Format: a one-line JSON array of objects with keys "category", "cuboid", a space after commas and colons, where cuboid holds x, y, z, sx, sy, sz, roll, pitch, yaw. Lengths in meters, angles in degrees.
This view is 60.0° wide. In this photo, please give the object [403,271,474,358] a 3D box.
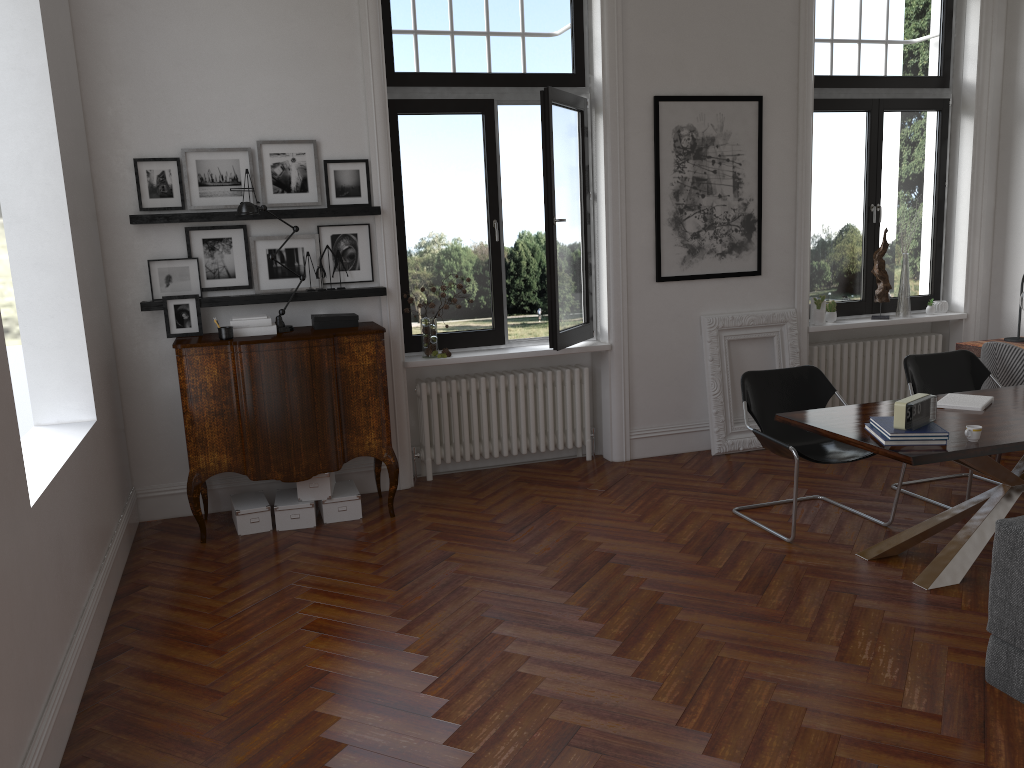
[{"category": "object", "cuboid": [-0.479, -0.502, 6.319, 0.317, 0.602, 0.540, 8, 15, 43]}]

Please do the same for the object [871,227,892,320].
[{"category": "object", "cuboid": [3.045, -0.908, 7.301, 0.165, 0.757, 0.142, 3, 12, 25]}]

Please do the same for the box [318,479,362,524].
[{"category": "box", "cuboid": [-1.130, 0.772, 5.791, 0.244, 0.177, 0.393, -6, 11, -17]}]

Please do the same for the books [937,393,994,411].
[{"category": "books", "cuboid": [2.413, 0.097, 4.724, 0.230, 0.026, 0.324, 5, 13, 37]}]

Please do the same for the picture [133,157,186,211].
[{"category": "picture", "cuboid": [-2.172, -1.230, 5.465, 0.266, 0.316, 0.020, -6, 11, -16]}]

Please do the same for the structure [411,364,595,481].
[{"category": "structure", "cuboid": [-0.050, 0.299, 6.677, 1.452, 0.781, 0.224, -6, 11, -17]}]

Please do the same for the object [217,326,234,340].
[{"category": "object", "cuboid": [-1.689, -0.297, 5.234, 0.091, 0.078, 0.091, -12, 14, -43]}]

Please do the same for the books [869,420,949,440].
[{"category": "books", "cuboid": [1.820, 0.210, 4.081, 0.250, 0.017, 0.343, -1, 10, 8]}]

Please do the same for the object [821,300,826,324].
[{"category": "object", "cuboid": [2.524, -0.585, 7.209, 0.051, 0.189, 0.051, 1, 12, 18]}]

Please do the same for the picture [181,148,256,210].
[{"category": "picture", "cuboid": [-1.835, -1.288, 5.561, 0.415, 0.369, 0.020, -6, 11, -17]}]

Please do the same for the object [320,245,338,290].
[{"category": "object", "cuboid": [-1.197, -0.762, 5.804, 0.118, 0.300, 0.040, -6, 12, -16]}]

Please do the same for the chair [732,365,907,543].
[{"category": "chair", "cuboid": [1.748, 0.384, 5.153, 0.752, 0.876, 0.743, -6, 11, -17]}]

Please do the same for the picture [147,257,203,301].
[{"category": "picture", "cuboid": [-2.111, -0.658, 5.561, 0.299, 0.254, 0.020, -6, 11, -17]}]

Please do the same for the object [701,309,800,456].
[{"category": "object", "cuboid": [1.886, -0.021, 6.880, 0.829, 1.066, 0.233, -6, 11, -17]}]

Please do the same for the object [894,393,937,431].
[{"category": "object", "cuboid": [1.843, 0.126, 4.045, 0.275, 0.126, 0.081, -12, 14, -42]}]

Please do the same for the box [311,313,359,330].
[{"category": "box", "cuboid": [-1.137, -0.405, 5.694, 0.282, 0.087, 0.208, -6, 11, -17]}]

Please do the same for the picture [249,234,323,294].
[{"category": "picture", "cuboid": [-1.465, -0.781, 5.769, 0.433, 0.366, 0.020, -6, 11, -17]}]

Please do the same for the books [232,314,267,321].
[{"category": "books", "cuboid": [-1.611, -0.408, 5.441, 0.200, 0.014, 0.178, -6, 10, -17]}]

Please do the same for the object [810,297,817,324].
[{"category": "object", "cuboid": [2.453, -0.595, 7.210, 0.051, 0.214, 0.051, 1, 12, 18]}]

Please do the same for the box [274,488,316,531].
[{"category": "box", "cuboid": [-1.384, 0.802, 5.683, 0.244, 0.177, 0.393, -5, 10, -12]}]

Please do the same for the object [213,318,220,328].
[{"category": "object", "cuboid": [-1.722, -0.332, 5.208, 0.050, 0.120, 0.010, -5, 11, -14]}]

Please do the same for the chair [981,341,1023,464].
[{"category": "chair", "cuboid": [3.499, 0.141, 6.052, 0.547, 0.903, 0.714, -7, 12, -24]}]

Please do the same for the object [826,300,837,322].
[{"category": "object", "cuboid": [2.627, -0.603, 7.290, 0.097, 0.186, 0.098, -1, 11, 6]}]

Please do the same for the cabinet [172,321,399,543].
[{"category": "cabinet", "cuboid": [-1.403, 0.283, 5.597, 1.265, 1.223, 0.638, -6, 11, -17]}]

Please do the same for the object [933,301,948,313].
[{"category": "object", "cuboid": [3.679, -0.664, 7.626, 0.132, 0.098, 0.134, 7, 14, 42]}]

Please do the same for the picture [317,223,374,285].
[{"category": "picture", "cuboid": [-1.100, -0.861, 5.872, 0.343, 0.386, 0.020, -6, 11, -16]}]

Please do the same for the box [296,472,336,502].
[{"category": "box", "cuboid": [-1.262, 0.611, 5.719, 0.209, 0.177, 0.393, -4, 10, -7]}]

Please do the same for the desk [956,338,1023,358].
[{"category": "desk", "cuboid": [4.061, 0.156, 6.251, 0.647, 0.761, 1.792, -6, 11, -17]}]

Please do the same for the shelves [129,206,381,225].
[{"category": "shelves", "cuboid": [-1.594, -1.067, 5.604, 1.514, 0.055, 0.157, -6, 10, -17]}]

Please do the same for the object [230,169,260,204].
[{"category": "object", "cuboid": [-1.677, -1.215, 5.562, 0.174, 0.261, 0.040, -6, 11, -16]}]

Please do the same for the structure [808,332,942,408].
[{"category": "structure", "cuboid": [3.071, -0.003, 7.608, 1.452, 0.781, 0.224, -6, 11, -17]}]

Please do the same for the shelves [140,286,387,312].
[{"category": "shelves", "cuboid": [-1.572, -0.551, 5.706, 1.514, 0.055, 0.155, -6, 10, -17]}]

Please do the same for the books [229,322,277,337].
[{"category": "books", "cuboid": [-1.610, -0.332, 5.472, 0.294, 0.057, 0.229, -6, 10, -17]}]

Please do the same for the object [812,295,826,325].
[{"category": "object", "cuboid": [2.464, -0.595, 7.122, 0.102, 0.245, 0.098, -11, 14, -38]}]

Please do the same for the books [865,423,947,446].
[{"category": "books", "cuboid": [1.810, 0.230, 4.095, 0.264, 0.027, 0.346, -1, 10, 8]}]

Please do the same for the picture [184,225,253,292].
[{"category": "picture", "cuboid": [-1.863, -0.799, 5.641, 0.373, 0.408, 0.020, -6, 11, -16]}]

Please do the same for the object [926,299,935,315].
[{"category": "object", "cuboid": [3.539, -0.653, 7.495, 0.072, 0.135, 0.071, -1, 11, 8]}]

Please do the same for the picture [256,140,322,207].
[{"category": "picture", "cuboid": [-1.426, -1.349, 5.679, 0.369, 0.410, 0.020, -6, 11, -16]}]

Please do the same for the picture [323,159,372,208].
[{"category": "picture", "cuboid": [-1.074, -1.310, 5.797, 0.289, 0.304, 0.020, -6, 11, -16]}]

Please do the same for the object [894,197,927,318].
[{"category": "object", "cuboid": [3.311, -1.078, 7.328, 0.295, 1.058, 0.288, -5, 11, -14]}]

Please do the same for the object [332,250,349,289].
[{"category": "object", "cuboid": [-1.138, -0.754, 5.854, 0.110, 0.263, 0.040, -6, 12, -16]}]

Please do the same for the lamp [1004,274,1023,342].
[{"category": "lamp", "cuboid": [3.916, -0.589, 6.735, 0.207, 0.552, 0.440, -1, 11, 6]}]

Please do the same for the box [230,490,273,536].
[{"category": "box", "cuboid": [-1.658, 0.823, 5.633, 0.209, 0.177, 0.393, -7, 11, -22]}]

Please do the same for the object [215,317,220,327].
[{"category": "object", "cuboid": [-1.723, -0.330, 5.233, 0.045, 0.140, 0.010, -6, 12, -19]}]

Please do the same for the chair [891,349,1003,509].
[{"category": "chair", "cuboid": [2.870, 0.275, 5.487, 0.752, 0.876, 0.743, -6, 11, -17]}]

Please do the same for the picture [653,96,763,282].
[{"category": "picture", "cuboid": [1.466, -1.448, 6.587, 0.882, 1.329, 0.035, -6, 12, -16]}]

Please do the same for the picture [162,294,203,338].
[{"category": "picture", "cuboid": [-2.037, -0.420, 5.488, 0.213, 0.258, 0.020, -6, 11, -16]}]

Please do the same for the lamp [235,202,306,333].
[{"category": "lamp", "cuboid": [-1.476, -0.723, 5.516, 0.174, 0.806, 0.489, 6, 14, 37]}]

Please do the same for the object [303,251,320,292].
[{"category": "object", "cuboid": [-1.316, -0.730, 5.763, 0.124, 0.261, 0.040, -6, 11, -16]}]

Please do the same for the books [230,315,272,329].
[{"category": "books", "cuboid": [-1.612, -0.383, 5.467, 0.239, 0.044, 0.254, -6, 10, -17]}]

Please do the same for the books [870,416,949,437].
[{"category": "books", "cuboid": [1.820, 0.193, 4.078, 0.250, 0.017, 0.343, -1, 10, 8]}]

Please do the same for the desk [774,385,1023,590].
[{"category": "desk", "cuboid": [2.615, 0.500, 4.604, 2.225, 0.754, 1.026, -6, 11, -17]}]

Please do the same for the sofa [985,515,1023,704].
[{"category": "sofa", "cuboid": [3.225, 0.738, 3.124, 2.643, 0.832, 1.258, -6, 11, -17]}]

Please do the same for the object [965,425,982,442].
[{"category": "object", "cuboid": [2.053, 0.222, 3.959, 0.082, 0.065, 0.064, -2, 11, 4]}]

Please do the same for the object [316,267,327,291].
[{"category": "object", "cuboid": [-1.241, -0.683, 5.767, 0.066, 0.161, 0.040, -6, 11, -17]}]
